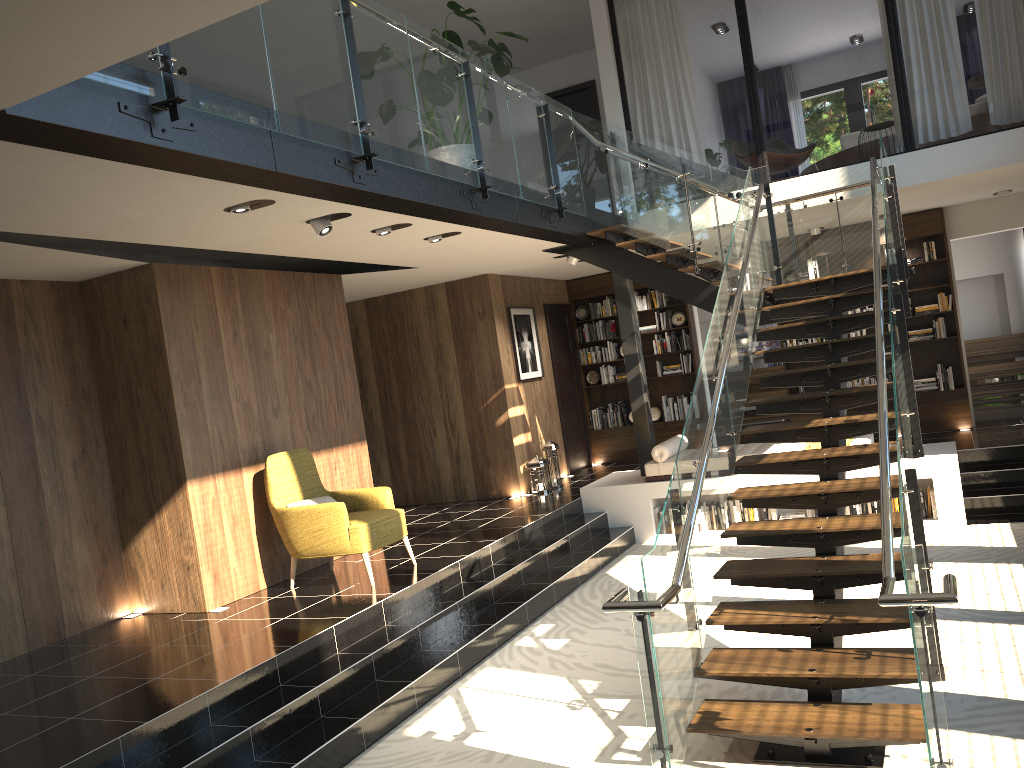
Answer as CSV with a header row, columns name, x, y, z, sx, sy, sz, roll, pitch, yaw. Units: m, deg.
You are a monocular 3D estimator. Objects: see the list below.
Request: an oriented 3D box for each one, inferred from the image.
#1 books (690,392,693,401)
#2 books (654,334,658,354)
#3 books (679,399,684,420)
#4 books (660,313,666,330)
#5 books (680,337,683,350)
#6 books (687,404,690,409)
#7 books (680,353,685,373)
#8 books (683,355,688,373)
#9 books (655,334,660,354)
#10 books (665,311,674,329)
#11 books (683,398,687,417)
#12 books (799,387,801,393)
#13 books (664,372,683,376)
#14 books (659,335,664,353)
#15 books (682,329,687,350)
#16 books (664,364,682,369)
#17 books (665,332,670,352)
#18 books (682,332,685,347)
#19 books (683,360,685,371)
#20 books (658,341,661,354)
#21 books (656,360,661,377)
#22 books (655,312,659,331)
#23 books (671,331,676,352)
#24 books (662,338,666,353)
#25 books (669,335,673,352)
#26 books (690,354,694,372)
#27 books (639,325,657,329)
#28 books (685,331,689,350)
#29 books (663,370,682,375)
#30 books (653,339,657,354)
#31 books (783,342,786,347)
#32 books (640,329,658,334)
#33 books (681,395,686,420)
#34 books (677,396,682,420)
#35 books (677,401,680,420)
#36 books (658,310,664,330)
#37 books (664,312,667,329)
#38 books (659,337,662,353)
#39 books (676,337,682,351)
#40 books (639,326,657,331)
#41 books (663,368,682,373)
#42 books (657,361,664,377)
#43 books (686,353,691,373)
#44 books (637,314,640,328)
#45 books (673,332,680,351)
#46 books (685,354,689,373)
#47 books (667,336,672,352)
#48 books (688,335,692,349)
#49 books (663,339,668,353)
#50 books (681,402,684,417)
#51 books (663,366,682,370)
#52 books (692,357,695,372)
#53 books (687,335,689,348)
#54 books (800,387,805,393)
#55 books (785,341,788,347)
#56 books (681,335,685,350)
name,x,y,z,sx,sy,sz,roll,pitch,yaw
books,2.488,0.293,12.233,0.065,0.354,0.164,-8,1,26
books,2.032,-0.560,12.373,0.025,0.280,0.145,-8,1,26
books,2.362,0.346,12.298,0.029,0.286,0.137,-8,1,26
books,2.112,-0.872,12.323,0.025,0.235,0.231,-8,1,26
books,2.351,-0.560,12.212,0.026,0.190,0.121,-8,1,26
books,2.468,0.376,12.280,0.032,0.195,0.134,-8,1,26
books,2.371,-0.288,12.246,0.014,0.279,0.202,-8,1,26
books,2.403,-0.276,12.221,0.014,0.247,0.192,-8,1,26
books,2.045,-0.558,12.347,0.019,0.272,0.175,-8,1,26
books,2.181,-0.889,12.292,0.035,0.251,0.196,-8,1,26
books,2.415,0.335,12.268,0.018,0.292,0.191,-8,1,26
books,3.806,0.148,11.641,0.025,0.270,0.156,-8,1,26
books,2.257,-0.142,12.333,0.245,0.021,0.159,-8,1,28
books,2.096,-0.556,12.311,0.021,0.253,0.167,-8,1,26
books,2.388,-0.610,12.165,0.016,0.278,0.201,-8,1,26
books,2.247,-0.244,12.341,0.239,0.031,0.146,-8,1,26
books,2.169,-0.580,12.289,0.020,0.281,0.152,-8,1,26
books,2.381,-0.609,12.189,0.018,0.278,0.114,-8,1,26
books,2.402,-0.266,12.259,0.024,0.226,0.141,-8,1,26
books,2.074,-0.516,12.343,0.028,0.181,0.130,-8,1,26
books,2.066,-0.217,12.423,0.028,0.224,0.161,-8,1,26
books,2.052,-0.878,12.368,0.023,0.264,0.218,-8,1,26
books,2.244,-0.589,12.249,0.037,0.277,0.179,-8,1,26
books,2.130,-0.534,12.321,0.026,0.200,0.154,-8,1,26
books,2.224,-0.567,12.279,0.030,0.239,0.146,-8,1,26
books,2.472,-0.290,12.176,0.047,0.253,0.210,-8,1,26
books,1.927,-0.801,12.462,0.264,0.021,0.189,-8,1,24
books,2.416,-0.598,12.178,0.018,0.246,0.144,-8,1,26
books,2.249,-0.165,12.322,0.272,0.028,0.174,-8,1,21
books,2.014,-0.523,12.394,0.033,0.211,0.132,-8,1,26
books,3.607,-0.439,11.670,0.025,0.227,0.156,-8,1,26
books,1.937,-0.745,12.467,0.239,0.033,0.176,-8,1,23
books,2.397,0.318,12.275,0.016,0.332,0.195,-8,1,26
books,2.339,0.331,12.303,0.012,0.322,0.177,-8,1,26
books,2.338,0.363,12.334,0.025,0.260,0.114,-8,1,26
books,2.075,-0.892,12.338,0.049,0.286,0.259,-8,1,26
books,2.152,-0.879,12.324,0.047,0.238,0.225,-8,1,26
books,2.085,-0.554,12.327,0.014,0.253,0.168,-8,1,26
books,2.316,-0.559,12.239,0.060,0.196,0.119,-8,1,26
books,1.927,-0.775,12.454,0.266,0.030,0.209,-8,1,27
books,2.248,-0.194,12.329,0.263,0.030,0.159,-8,1,23
books,2.084,-0.210,12.383,0.036,0.206,0.215,-8,1,26
books,2.445,-0.293,12.194,0.013,0.267,0.176,-8,1,26
books,1.768,-0.844,12.512,0.016,0.278,0.209,-8,1,26
books,2.266,-0.585,12.232,0.016,0.262,0.155,-8,1,26
books,2.444,-0.288,12.247,0.038,0.257,0.138,-8,1,26
books,2.190,-0.552,12.270,0.027,0.219,0.139,-8,1,26
books,2.449,-0.577,12.138,0.026,0.196,0.169,-8,1,26
books,2.144,-0.533,12.283,0.032,0.195,0.182,-8,1,26
books,2.394,0.359,12.301,0.022,0.250,0.144,-8,1,26
books,2.247,-0.219,12.334,0.266,0.019,0.157,-8,1,28
books,2.518,-0.272,12.188,0.021,0.204,0.169,-8,1,26
books,2.434,-0.577,12.163,0.023,0.200,0.120,-8,1,26
books,3.806,0.114,11.589,0.028,0.340,0.203,-8,1,26
books,3.632,-0.448,11.662,0.028,0.237,0.134,-8,1,26
books,2.362,-0.571,12.185,0.020,0.209,0.147,-8,1,26
